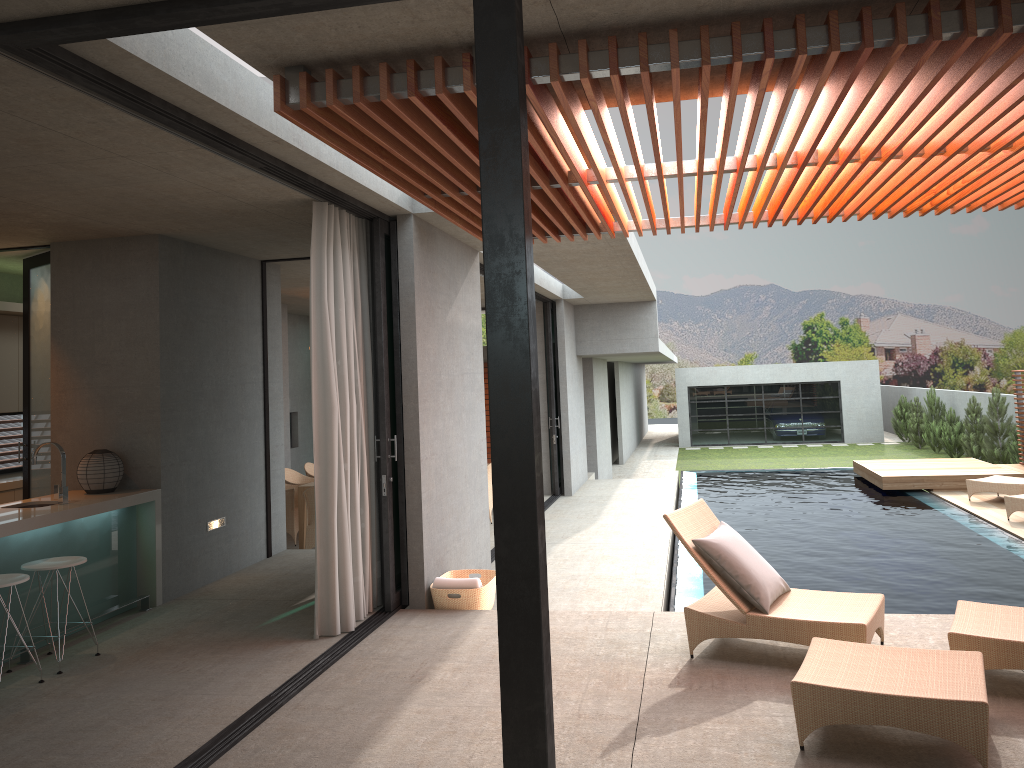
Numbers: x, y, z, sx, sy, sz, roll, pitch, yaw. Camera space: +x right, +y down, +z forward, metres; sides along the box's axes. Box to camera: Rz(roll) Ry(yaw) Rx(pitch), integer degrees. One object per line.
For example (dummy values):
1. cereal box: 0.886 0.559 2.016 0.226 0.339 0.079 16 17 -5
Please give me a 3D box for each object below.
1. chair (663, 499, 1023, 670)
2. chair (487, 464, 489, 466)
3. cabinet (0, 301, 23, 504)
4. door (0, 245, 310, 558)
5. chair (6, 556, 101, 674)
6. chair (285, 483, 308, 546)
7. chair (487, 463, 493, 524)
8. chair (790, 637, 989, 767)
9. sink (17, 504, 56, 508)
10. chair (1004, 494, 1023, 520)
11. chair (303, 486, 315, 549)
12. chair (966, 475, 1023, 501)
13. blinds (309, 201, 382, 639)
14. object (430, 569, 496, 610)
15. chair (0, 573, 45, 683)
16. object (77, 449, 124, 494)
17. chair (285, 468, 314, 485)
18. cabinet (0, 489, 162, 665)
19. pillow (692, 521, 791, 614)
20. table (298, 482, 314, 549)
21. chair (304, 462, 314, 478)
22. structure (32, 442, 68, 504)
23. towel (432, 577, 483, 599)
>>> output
1. chair: 2.071 1.150 5.003 2.288 0.832 0.699 -3 -2 30
2. chair: -0.345 1.457 13.000 0.629 0.868 0.615 -3 -3 11
3. cabinet: -4.786 0.540 5.758 1.963 2.578 7.452 -3 0 11
4. door: -1.945 0.990 2.202 5.776 4.497 15.260 -2 0 -16
5. chair: -2.876 1.437 5.555 0.381 0.628 0.380 -3 -3 11
6. chair: -2.932 1.577 11.232 0.629 0.868 0.615 -3 -3 11
7. chair: -0.491 1.468 12.277 0.629 0.868 0.615 -3 -3 11
8. chair: 2.402 1.145 3.719 2.289 0.832 0.699 -2 -2 26
9. sink: -3.417 0.957 6.346 0.374 0.135 0.373 -2 0 11
10. chair: 6.868 1.220 10.000 0.700 0.831 2.284 -1 -1 -29
11. chair: -2.043 1.547 10.079 0.617 0.868 0.627 -3 -3 11
12. chair: 7.247 1.193 11.634 0.700 0.831 2.285 -1 -1 -30
13. blinds: -1.205 0.202 6.333 0.229 2.952 0.880 -3 -4 8
14. object: -0.358 1.657 6.814 0.445 0.302 0.678 -3 0 11
15. chair: -2.974 1.444 5.061 0.381 0.628 0.380 -3 -3 11
16. object: -3.236 0.685 6.951 0.340 0.336 0.339 -2 -2 3
17. chair: -2.787 1.566 11.955 0.629 0.868 0.615 -3 -3 11
18. cabinet: -3.570 1.331 5.062 0.799 0.903 4.111 -3 0 11
19. pillow: 1.405 1.106 5.387 0.426 0.429 0.608 -4 -2 29
20. table: -1.627 1.569 12.116 1.278 0.761 3.249 -3 0 11
21. chair: -2.641 1.555 12.678 0.629 0.868 0.615 -3 -3 11
22. structure: -3.326 0.639 6.329 0.258 0.444 0.096 -3 -4 11
23. towel: -0.385 1.602 6.671 0.368 0.313 0.308 -3 -2 12
